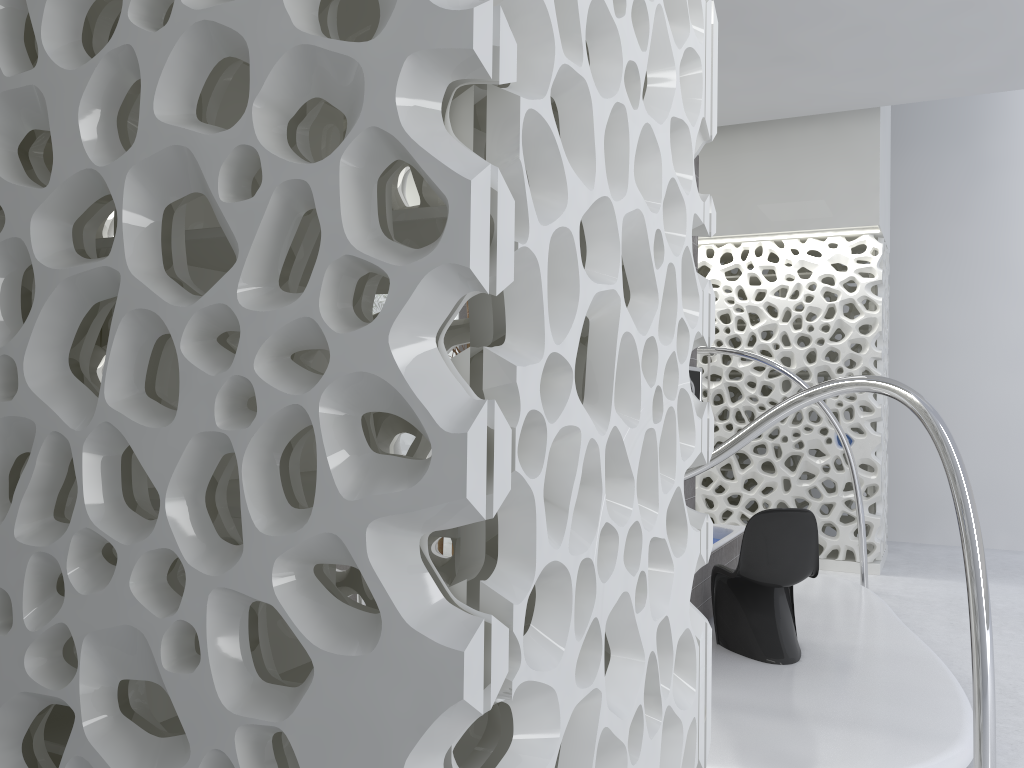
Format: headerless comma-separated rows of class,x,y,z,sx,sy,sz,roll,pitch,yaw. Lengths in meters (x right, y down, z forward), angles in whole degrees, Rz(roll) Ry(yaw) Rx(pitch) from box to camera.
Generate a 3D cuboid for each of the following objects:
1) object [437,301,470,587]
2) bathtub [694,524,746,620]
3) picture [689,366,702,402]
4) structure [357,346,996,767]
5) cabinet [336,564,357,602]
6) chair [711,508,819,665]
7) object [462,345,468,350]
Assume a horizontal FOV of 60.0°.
object,-0.383,0.315,6.666,0.400,2.389,0.400,0,-1,26
bathtub,1.077,1.271,6.116,0.800,0.435,1.700,0,-1,26
picture,0.927,0.076,4.844,0.060,0.351,0.682,0,-1,26
structure,-0.054,0.616,6.072,5.250,2.080,5.433,0,-1,21
cabinet,-1.335,1.046,5.725,1.200,0.870,0.461,0,-1,26
chair,1.443,1.084,4.984,0.491,0.847,0.608,1,-1,-4
object,-3.073,-0.316,7.981,4.664,4.038,4.097,1,-1,-15
